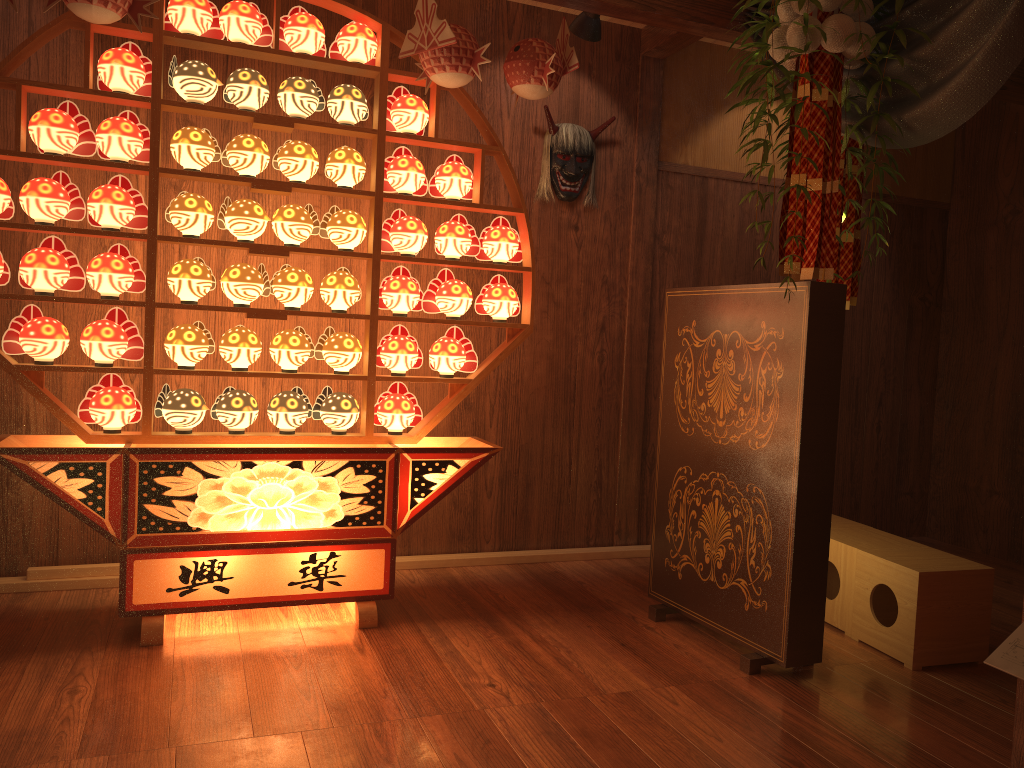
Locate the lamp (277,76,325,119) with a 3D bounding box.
[{"bbox_3d":[-0.752,-1.003,3.089,0.136,0.167,0.160,4,3,19],"label":"lamp"}]

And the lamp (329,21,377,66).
[{"bbox_3d":[-0.550,-1.227,3.151,0.193,0.188,0.154,2,3,-17],"label":"lamp"}]

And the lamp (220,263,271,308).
[{"bbox_3d":[-0.941,-0.346,3.058,0.134,0.161,0.162,6,4,44],"label":"lamp"}]

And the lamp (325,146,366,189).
[{"bbox_3d":[-0.594,-0.781,3.163,0.142,0.173,0.154,2,3,-16],"label":"lamp"}]

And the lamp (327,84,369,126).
[{"bbox_3d":[-0.588,-1.001,3.151,0.141,0.173,0.155,3,3,-6],"label":"lamp"}]

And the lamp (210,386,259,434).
[{"bbox_3d":[-0.952,0.094,3.076,0.144,0.161,0.151,0,4,-41],"label":"lamp"}]

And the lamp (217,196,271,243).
[{"bbox_3d":[-0.909,-0.565,3.053,0.155,0.161,0.140,3,3,9],"label":"lamp"}]

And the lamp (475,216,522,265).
[{"bbox_3d":[-0.042,-0.557,3.410,0.202,0.200,0.156,3,3,-7],"label":"lamp"}]

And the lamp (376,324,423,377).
[{"bbox_3d":[-0.418,-0.125,3.283,0.188,0.194,0.155,2,3,-12],"label":"lamp"}]

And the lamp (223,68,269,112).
[{"bbox_3d":[-0.901,-1.004,3.020,0.144,0.161,0.152,1,3,-31],"label":"lamp"}]

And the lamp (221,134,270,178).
[{"bbox_3d":[-0.902,-0.784,3.036,0.144,0.161,0.151,0,4,-41],"label":"lamp"}]

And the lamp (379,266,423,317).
[{"bbox_3d":[-0.410,-0.346,3.271,0.192,0.195,0.155,2,3,-12],"label":"lamp"}]

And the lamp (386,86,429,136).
[{"bbox_3d":[-0.370,-1.007,3.242,0.207,0.200,0.152,1,4,-36],"label":"lamp"}]

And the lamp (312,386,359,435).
[{"bbox_3d":[-0.621,0.098,3.219,0.152,0.173,0.144,5,3,34],"label":"lamp"}]

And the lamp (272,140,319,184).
[{"bbox_3d":[-0.746,-0.782,3.102,0.144,0.167,0.151,0,4,-41],"label":"lamp"}]

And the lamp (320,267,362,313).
[{"bbox_3d":[-0.620,-0.341,3.184,0.141,0.173,0.155,3,3,-6],"label":"lamp"}]

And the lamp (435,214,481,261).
[{"bbox_3d":[-0.224,-0.559,3.337,0.179,0.191,0.158,3,3,8],"label":"lamp"}]

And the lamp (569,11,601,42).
[{"bbox_3d":[0.300,-1.470,3.568,0.136,0.177,0.174,3,3,-1],"label":"lamp"}]

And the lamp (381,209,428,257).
[{"bbox_3d":[-0.377,-0.561,3.271,0.196,0.187,0.151,0,4,-41],"label":"lamp"}]

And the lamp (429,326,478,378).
[{"bbox_3d":[-0.247,-0.123,3.356,0.197,0.200,0.159,4,3,13],"label":"lamp"}]

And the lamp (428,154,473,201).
[{"bbox_3d":[-0.219,-0.780,3.321,0.191,0.195,0.156,3,3,-7],"label":"lamp"}]

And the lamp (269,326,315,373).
[{"bbox_3d":[-0.790,-0.123,3.131,0.138,0.167,0.158,3,3,9],"label":"lamp"}]

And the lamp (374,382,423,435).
[{"bbox_3d":[-0.432,0.091,3.296,0.196,0.197,0.156,3,3,-7],"label":"lamp"}]

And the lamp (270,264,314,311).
[{"bbox_3d":[-0.769,-0.343,3.121,0.144,0.167,0.152,1,4,-36],"label":"lamp"}]

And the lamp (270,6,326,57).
[{"bbox_3d":[-0.720,-1.238,3.079,0.206,0.200,0.152,1,3,-32],"label":"lamp"}]

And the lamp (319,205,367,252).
[{"bbox_3d":[-0.590,-0.561,3.184,0.152,0.173,0.144,5,4,39],"label":"lamp"}]

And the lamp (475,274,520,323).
[{"bbox_3d":[-0.043,-0.334,3.425,0.185,0.192,0.155,2,3,-12],"label":"lamp"}]

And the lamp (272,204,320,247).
[{"bbox_3d":[-0.780,-0.564,3.114,0.135,0.167,0.162,5,3,34],"label":"lamp"}]

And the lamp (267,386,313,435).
[{"bbox_3d":[-0.800,0.095,3.142,0.138,0.167,0.158,3,3,9],"label":"lamp"}]

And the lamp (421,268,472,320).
[{"bbox_3d":[-0.215,-0.343,3.353,0.207,0.200,0.152,1,4,-36],"label":"lamp"}]

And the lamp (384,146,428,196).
[{"bbox_3d":[-0.387,-0.788,3.249,0.205,0.200,0.153,2,3,-22],"label":"lamp"}]

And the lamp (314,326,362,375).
[{"bbox_3d":[-0.609,-0.121,3.205,0.152,0.173,0.144,5,3,34],"label":"lamp"}]

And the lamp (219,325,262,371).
[{"bbox_3d":[-0.941,-0.125,3.064,0.143,0.161,0.153,2,3,-21],"label":"lamp"}]
